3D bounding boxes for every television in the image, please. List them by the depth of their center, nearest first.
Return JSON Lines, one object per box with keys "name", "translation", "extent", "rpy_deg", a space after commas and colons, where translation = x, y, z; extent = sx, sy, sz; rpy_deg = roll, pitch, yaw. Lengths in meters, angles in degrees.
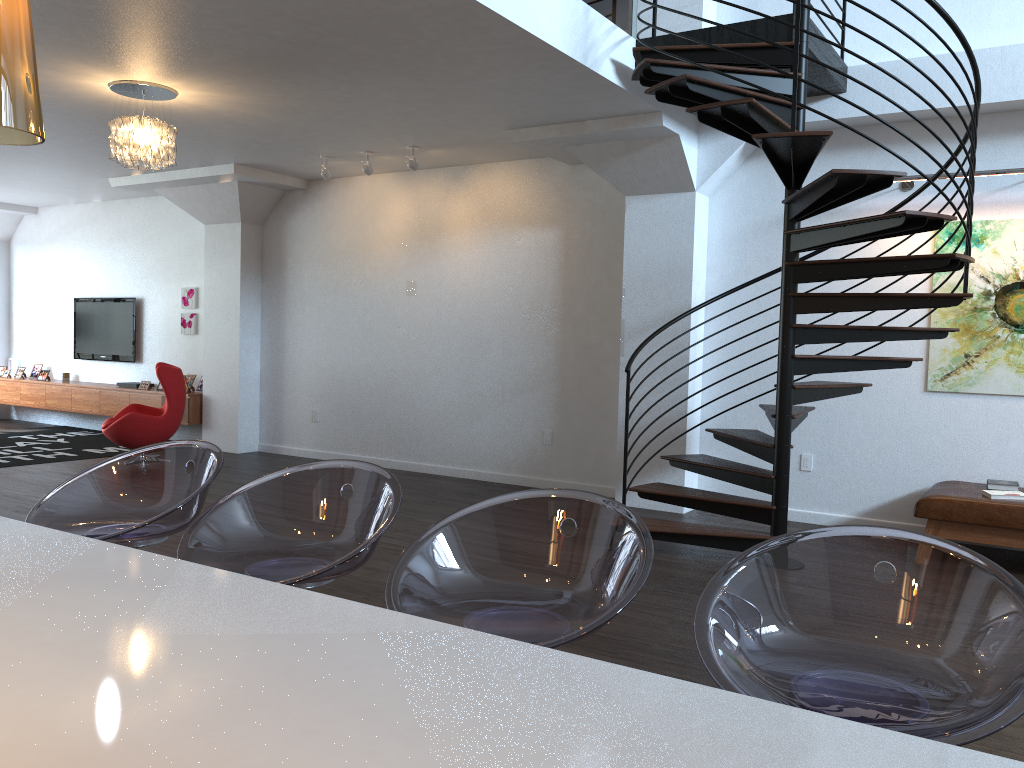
{"name": "television", "translation": [-5.272, -0.706, 11.450], "extent": [1.324, 0.816, 0.013], "rpy_deg": [3, 3, 32]}

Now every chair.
{"name": "chair", "translation": [0.550, 0.773, 1.443], "extent": [0.530, 1.014, 0.481], "rpy_deg": [4, 3, 34]}
{"name": "chair", "translation": [0.000, 0.742, 1.755], "extent": [0.530, 1.014, 0.481], "rpy_deg": [3, 3, 30]}
{"name": "chair", "translation": [-0.530, 0.710, 2.108], "extent": [0.530, 1.014, 0.481], "rpy_deg": [3, 3, 30]}
{"name": "chair", "translation": [-1.063, 0.678, 2.442], "extent": [0.530, 1.014, 0.481], "rpy_deg": [4, 3, 34]}
{"name": "chair", "translation": [-3.771, 0.282, 9.089], "extent": [0.801, 1.006, 0.798], "rpy_deg": [0, 3, -32]}

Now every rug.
{"name": "rug", "translation": [-5.952, 0.701, 9.462], "extent": [3.100, 0.007, 4.200], "rpy_deg": [4, 3, 34]}

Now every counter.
{"name": "counter", "translation": [0.361, 0.832, 1.755], "extent": [8.182, 0.860, 3.039], "rpy_deg": [2, 3, 3]}

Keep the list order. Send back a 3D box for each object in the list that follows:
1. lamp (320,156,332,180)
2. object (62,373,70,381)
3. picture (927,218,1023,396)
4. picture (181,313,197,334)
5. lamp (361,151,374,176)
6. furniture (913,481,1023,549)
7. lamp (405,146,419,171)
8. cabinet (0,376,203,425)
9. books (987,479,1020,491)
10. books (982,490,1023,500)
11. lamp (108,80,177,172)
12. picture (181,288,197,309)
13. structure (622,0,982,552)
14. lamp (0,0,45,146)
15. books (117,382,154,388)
{"name": "lamp", "translation": [-1.732, -2.013, 8.261], "extent": [0.111, 0.211, 0.120], "rpy_deg": [0, 3, -24]}
{"name": "object", "translation": [-5.960, -0.095, 11.851], "extent": [0.089, 0.110, 0.089], "rpy_deg": [1, 3, -13]}
{"name": "picture", "translation": [3.455, -0.522, 6.036], "extent": [1.095, 1.200, 0.010], "rpy_deg": [3, 3, 32]}
{"name": "picture", "translation": [-3.881, -0.722, 10.641], "extent": [0.250, 0.250, 0.030], "rpy_deg": [3, 3, 32]}
{"name": "lamp", "translation": [-1.304, -1.988, 7.992], "extent": [0.111, 0.211, 0.120], "rpy_deg": [1, 3, -9]}
{"name": "furniture", "translation": [3.530, 0.944, 5.490], "extent": [1.819, 0.453, 0.907], "rpy_deg": [3, 3, 32]}
{"name": "lamp", "translation": [-0.866, -1.961, 7.716], "extent": [0.111, 0.211, 0.120], "rpy_deg": [2, 3, 6]}
{"name": "cabinet", "translation": [-5.436, 0.172, 11.394], "extent": [4.501, 0.350, 0.459], "rpy_deg": [3, 3, 32]}
{"name": "books", "translation": [3.262, 0.673, 5.895], "extent": [0.183, 0.044, 0.254], "rpy_deg": [3, 3, 27]}
{"name": "books", "translation": [3.080, 0.692, 5.530], "extent": [0.223, 0.031, 0.161], "rpy_deg": [2, 3, 10]}
{"name": "lamp", "translation": [-2.546, -1.760, 6.123], "extent": [0.441, 0.539, 0.442], "rpy_deg": [1, 3, -15]}
{"name": "picture", "translation": [-3.872, -1.029, 10.626], "extent": [0.250, 0.250, 0.030], "rpy_deg": [3, 3, 32]}
{"name": "structure", "translation": [1.706, -1.056, 5.389], "extent": [1.998, 4.352, 1.998], "rpy_deg": [1, 3, -7]}
{"name": "lamp", "translation": [-1.127, -1.321, 2.452], "extent": [0.149, 1.807, 2.842], "rpy_deg": [1, 3, -19]}
{"name": "books", "translation": [-4.675, 0.015, 11.011], "extent": [0.400, 0.053, 0.250], "rpy_deg": [3, 3, 32]}
